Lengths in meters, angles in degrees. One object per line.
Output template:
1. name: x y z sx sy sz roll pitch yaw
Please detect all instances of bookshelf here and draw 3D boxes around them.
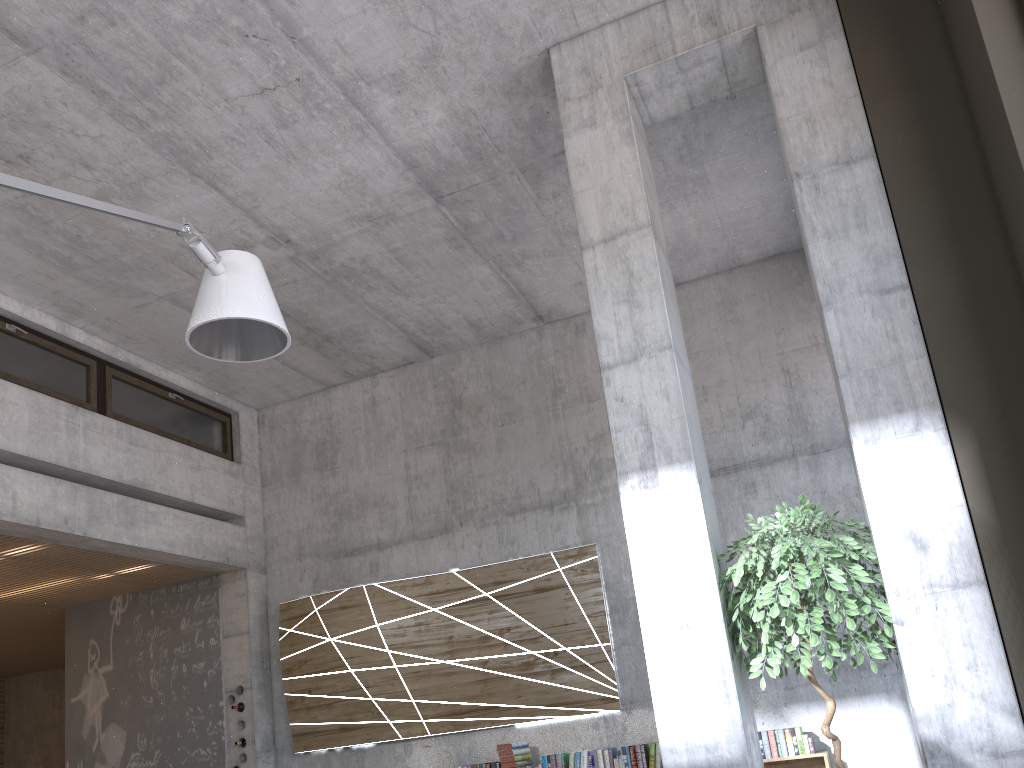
1. bookshelf: 0.091 3.943 7.721 5.382 0.773 0.312 -15 -17 19

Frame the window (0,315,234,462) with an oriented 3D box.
1. window: -4.615 -0.725 5.705 0.114 0.582 8.718 -12 -22 18

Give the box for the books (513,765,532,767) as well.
1. books: 0.059 3.460 7.750 0.284 0.144 0.231 1 -21 -21

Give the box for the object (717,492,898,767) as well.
1. object: 1.541 1.458 4.296 0.998 1.790 1.009 -3 -17 -14

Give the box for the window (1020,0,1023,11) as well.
1. window: 2.016 -0.242 2.536 0.211 3.994 9.520 -12 -21 17

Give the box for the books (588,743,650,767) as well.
1. books: 0.919 3.210 7.478 0.495 0.212 0.221 -15 -20 19

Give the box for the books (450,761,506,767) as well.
1. books: -0.303 3.548 7.925 0.495 0.212 0.221 -15 -20 19

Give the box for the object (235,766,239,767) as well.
1. object: -2.739 3.873 8.785 0.096 0.091 0.349 -14 -22 18

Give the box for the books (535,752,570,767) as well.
1. books: 0.362 3.353 7.670 0.281 0.212 0.216 -14 -19 17

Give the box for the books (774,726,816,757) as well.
1. books: 2.248 2.842 6.968 0.280 0.212 0.175 -15 -19 20

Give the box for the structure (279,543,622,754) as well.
1. structure: -0.751 2.556 8.342 3.450 1.476 0.369 -15 -17 20

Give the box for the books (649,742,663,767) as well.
1. books: 1.250 3.123 7.371 0.201 0.219 0.195 -14 -19 19

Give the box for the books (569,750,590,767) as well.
1. books: 0.593 3.286 7.575 0.201 0.219 0.195 -14 -19 19

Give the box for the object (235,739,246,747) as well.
1. object: -2.671 3.620 8.852 0.094 0.089 0.358 -14 -22 18

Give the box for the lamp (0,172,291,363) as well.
1. lamp: -1.374 0.665 2.514 0.758 3.286 2.730 -9 -18 6

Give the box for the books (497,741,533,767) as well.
1. books: 0.024 3.296 7.792 0.194 0.202 0.249 -22 -24 38

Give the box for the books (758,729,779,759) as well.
1. books: 2.048 2.895 7.040 0.158 0.212 0.159 -14 -18 19

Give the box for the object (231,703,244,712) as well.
1. object: -2.728 3.281 8.903 0.091 0.086 0.346 -14 -22 18
